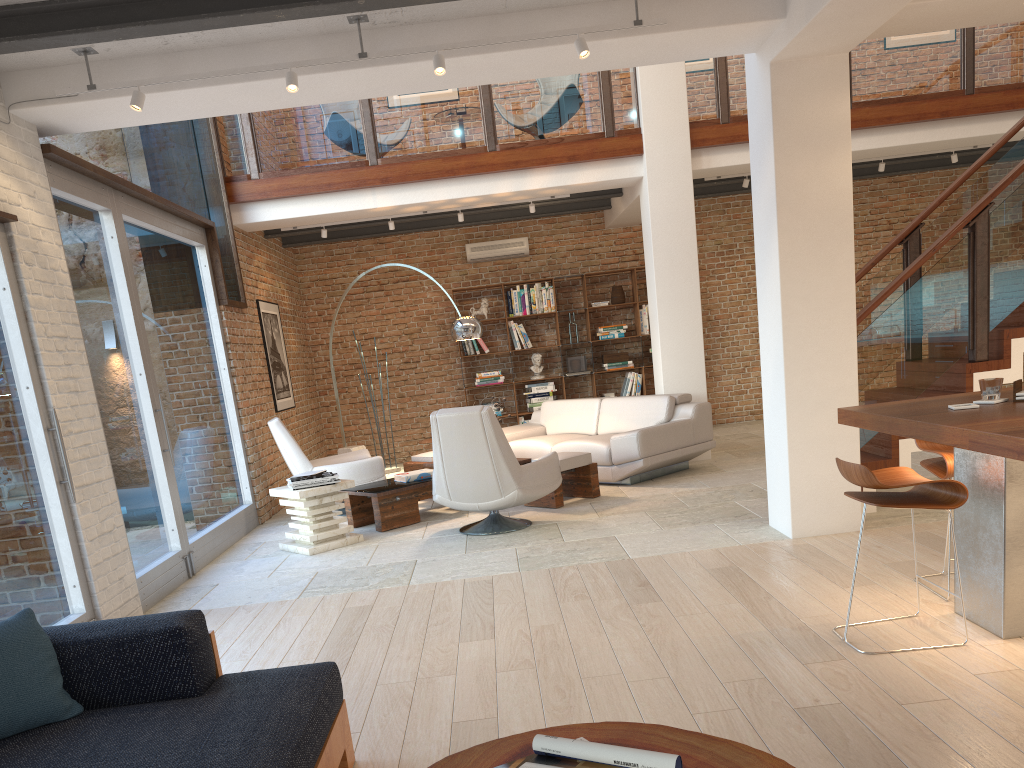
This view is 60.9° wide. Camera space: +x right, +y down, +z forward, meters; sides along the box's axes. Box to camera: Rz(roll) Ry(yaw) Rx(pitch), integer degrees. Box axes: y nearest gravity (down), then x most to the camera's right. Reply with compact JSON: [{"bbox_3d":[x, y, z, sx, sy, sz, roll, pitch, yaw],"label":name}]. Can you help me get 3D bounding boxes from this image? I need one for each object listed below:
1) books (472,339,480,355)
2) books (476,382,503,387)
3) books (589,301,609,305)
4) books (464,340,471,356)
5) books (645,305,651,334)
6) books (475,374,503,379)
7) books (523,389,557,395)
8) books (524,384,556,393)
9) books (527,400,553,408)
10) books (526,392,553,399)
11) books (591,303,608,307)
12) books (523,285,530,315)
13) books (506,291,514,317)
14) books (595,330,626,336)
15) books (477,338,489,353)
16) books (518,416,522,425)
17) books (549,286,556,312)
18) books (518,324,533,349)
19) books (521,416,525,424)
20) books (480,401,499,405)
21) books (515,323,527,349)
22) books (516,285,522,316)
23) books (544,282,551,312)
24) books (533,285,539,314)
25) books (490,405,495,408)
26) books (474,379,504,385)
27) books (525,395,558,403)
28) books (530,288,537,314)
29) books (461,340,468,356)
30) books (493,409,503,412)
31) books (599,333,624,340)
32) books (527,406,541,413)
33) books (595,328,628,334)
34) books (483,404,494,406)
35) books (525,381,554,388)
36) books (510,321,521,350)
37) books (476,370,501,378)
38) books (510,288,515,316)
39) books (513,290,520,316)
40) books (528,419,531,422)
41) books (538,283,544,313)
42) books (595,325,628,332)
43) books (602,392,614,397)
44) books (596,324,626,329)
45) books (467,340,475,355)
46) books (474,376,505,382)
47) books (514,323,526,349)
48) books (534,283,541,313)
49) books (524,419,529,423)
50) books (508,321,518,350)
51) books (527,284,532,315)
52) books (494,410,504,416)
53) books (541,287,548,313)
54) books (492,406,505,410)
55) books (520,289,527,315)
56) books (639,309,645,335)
[{"bbox_3d":[-0.505,-0.577,11.508,0.121,0.392,0.236,-7,10,-1],"label":"books"},{"bbox_3d":[-0.298,0.000,11.637,0.355,0.021,0.266,-7,2,-1],"label":"books"},{"bbox_3d":[1.138,-1.056,11.407,0.236,0.019,0.167,-7,2,-8],"label":"books"},{"bbox_3d":[-0.612,-0.567,11.519,0.091,0.395,0.236,-7,10,-1],"label":"books"},{"bbox_3d":[1.820,-0.856,11.536,0.101,0.394,0.236,-7,10,-1],"label":"books"},{"bbox_3d":[-0.309,-0.095,11.623,0.355,0.021,0.266,-7,2,-2],"label":"books"},{"bbox_3d":[0.371,0.103,11.670,0.444,0.021,0.266,-7,2,-1],"label":"books"},{"bbox_3d":[0.374,0.059,11.679,0.379,0.066,0.239,-7,3,-6],"label":"books"},{"bbox_3d":[0.388,0.262,11.720,0.362,0.057,0.276,-7,3,2],"label":"books"},{"bbox_3d":[0.359,0.144,11.667,0.326,0.057,0.249,-7,3,-6],"label":"books"},{"bbox_3d":[1.147,-1.030,11.406,0.206,0.035,0.129,-7,3,-1],"label":"books"},{"bbox_3d":[0.188,-1.096,11.412,0.036,0.394,0.236,-7,10,-2],"label":"books"},{"bbox_3d":[-0.027,-1.043,11.437,0.055,0.339,0.247,-7,9,-1],"label":"books"},{"bbox_3d":[1.299,-0.673,11.546,0.379,0.037,0.238,-7,3,-1],"label":"books"},{"bbox_3d":[-0.410,-0.558,11.538,0.195,0.327,0.247,-7,9,-1],"label":"books"},{"bbox_3d":[0.122,0.629,11.780,0.036,0.394,0.236,-7,10,-2],"label":"books"},{"bbox_3d":[0.519,-1.108,11.445,0.055,0.339,0.247,-7,9,-1],"label":"books"},{"bbox_3d":[0.171,-0.631,11.516,0.158,0.338,0.247,-7,9,-1],"label":"books"},{"bbox_3d":[0.157,0.624,11.796,0.036,0.394,0.236,-7,10,-2],"label":"books"},{"bbox_3d":[-0.305,0.255,11.697,0.252,0.017,0.158,-7,2,-1],"label":"books"},{"bbox_3d":[0.122,-0.634,11.528,0.125,0.358,0.264,-7,9,-1],"label":"books"},{"bbox_3d":[0.094,-1.085,11.417,0.036,0.394,0.236,-7,10,-2],"label":"books"},{"bbox_3d":[0.468,-1.130,11.423,0.036,0.394,0.236,-7,10,-2],"label":"books"},{"bbox_3d":[0.310,-1.097,11.425,0.021,0.369,0.264,-7,9,-2],"label":"books"},{"bbox_3d":[-0.303,0.307,11.721,0.206,0.035,0.129,-7,3,-1],"label":"books"},{"bbox_3d":[-0.310,-0.028,11.624,0.379,0.037,0.239,-7,3,-5],"label":"books"},{"bbox_3d":[0.393,0.201,11.691,0.377,0.066,0.240,-7,3,-14],"label":"books"},{"bbox_3d":[0.274,-1.078,11.413,0.055,0.339,0.247,-7,9,-1],"label":"books"},{"bbox_3d":[-0.649,-0.561,11.511,0.091,0.395,0.236,-7,10,-1],"label":"books"},{"bbox_3d":[-0.311,0.363,11.720,0.379,0.037,0.238,-7,3,-1],"label":"books"},{"bbox_3d":[1.325,-0.628,11.548,0.327,0.057,0.248,-6,3,9],"label":"books"},{"bbox_3d":[0.397,0.323,11.714,0.379,0.066,0.239,-7,3,-6],"label":"books"},{"bbox_3d":[1.312,-0.702,11.531,0.378,0.019,0.239,-7,2,-8],"label":"books"},{"bbox_3d":[-0.312,0.281,11.722,0.236,0.019,0.167,-7,2,-8],"label":"books"},{"bbox_3d":[0.364,0.008,11.663,0.379,0.037,0.238,-7,3,-1],"label":"books"},{"bbox_3d":[0.046,-0.641,11.505,0.103,0.394,0.236,-7,10,-1],"label":"books"},{"bbox_3d":[-0.305,-0.134,11.612,0.327,0.057,0.248,-7,3,2],"label":"books"},{"bbox_3d":[0.010,-1.061,11.433,0.021,0.369,0.264,-7,9,-2],"label":"books"},{"bbox_3d":[0.051,-1.051,11.419,0.055,0.339,0.247,-7,9,-1],"label":"books"},{"bbox_3d":[0.263,0.638,11.788,0.055,0.339,0.247,-7,9,-1],"label":"books"},{"bbox_3d":[0.374,-1.118,11.423,0.036,0.394,0.236,-7,10,-2],"label":"books"},{"bbox_3d":[1.310,-0.729,11.516,0.378,0.037,0.239,-7,3,-7],"label":"books"},{"bbox_3d":[1.293,0.141,11.732,0.132,0.035,0.201,-7,3,-6],"label":"books"},{"bbox_3d":[1.304,-0.758,11.530,0.355,0.021,0.266,-7,2,-2],"label":"books"},{"bbox_3d":[-0.558,-0.548,11.543,0.102,0.343,0.247,-7,9,-1],"label":"books"},{"bbox_3d":[-0.303,-0.066,11.610,0.378,0.037,0.239,-7,3,-7],"label":"books"},{"bbox_3d":[0.101,-0.631,11.518,0.125,0.358,0.264,-7,9,-1],"label":"books"},{"bbox_3d":[0.337,-1.114,11.436,0.036,0.394,0.236,-7,10,-2],"label":"books"},{"bbox_3d":[0.207,0.645,11.793,0.057,0.339,0.247,-7,9,-1],"label":"books"},{"bbox_3d":[0.008,-0.638,11.528,0.101,0.394,0.236,-7,10,-1],"label":"books"},{"bbox_3d":[0.224,-1.100,11.422,0.036,0.394,0.236,-7,10,-2],"label":"books"},{"bbox_3d":[-0.284,0.408,11.722,0.327,0.057,0.248,-6,3,9],"label":"books"},{"bbox_3d":[0.424,-1.096,11.423,0.055,0.339,0.247,-7,9,-1],"label":"books"},{"bbox_3d":[-0.298,0.334,11.704,0.378,0.019,0.239,-7,2,-8],"label":"books"},{"bbox_3d":[0.143,-1.063,11.437,0.055,0.339,0.247,-7,9,-1],"label":"books"},{"bbox_3d":[1.693,-0.812,11.520,0.055,0.339,0.247,-7,9,-1],"label":"books"}]
